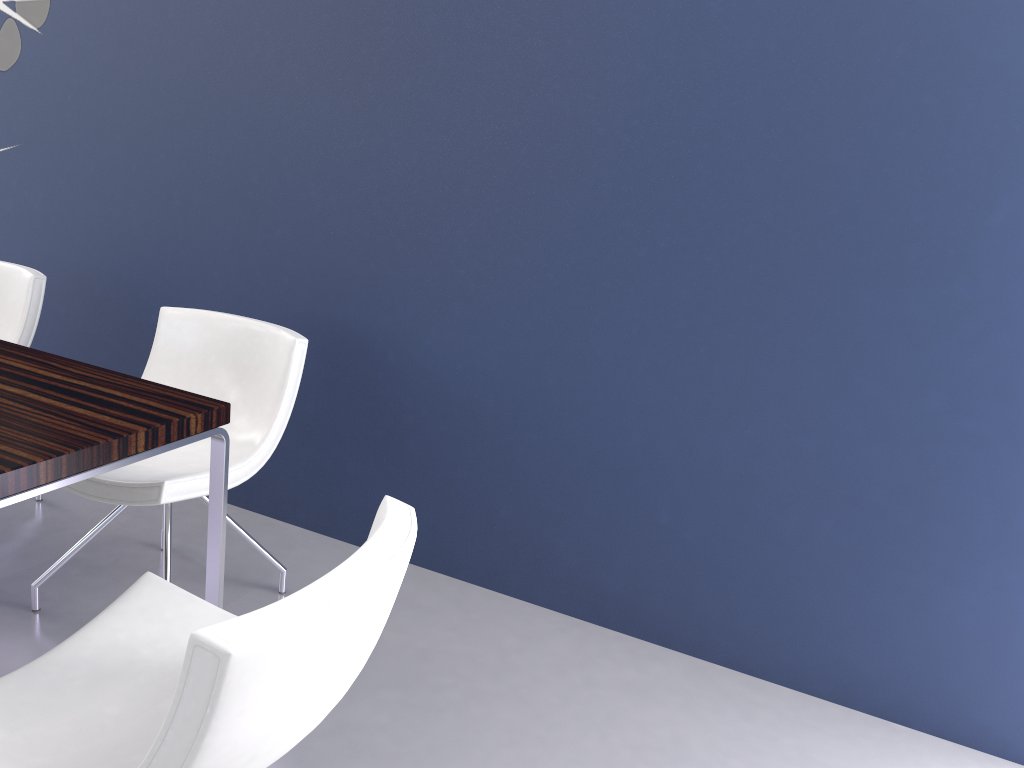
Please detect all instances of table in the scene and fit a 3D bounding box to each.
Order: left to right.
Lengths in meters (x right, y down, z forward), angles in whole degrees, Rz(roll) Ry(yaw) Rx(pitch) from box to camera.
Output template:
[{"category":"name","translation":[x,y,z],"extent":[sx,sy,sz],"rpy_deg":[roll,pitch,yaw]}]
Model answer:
[{"category":"table","translation":[-1.804,0.306,1.873],"extent":[2.046,0.783,1.127],"rpy_deg":[13,16,21]}]

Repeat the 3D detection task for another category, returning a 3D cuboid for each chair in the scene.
[{"category":"chair","translation":[-1.890,0.019,2.866],"extent":[0.508,0.805,0.620],"rpy_deg":[12,15,17]},{"category":"chair","translation":[-0.946,0.239,2.487],"extent":[0.508,0.805,0.620],"rpy_deg":[13,16,21]},{"category":"chair","translation":[-0.516,0.580,1.408],"extent":[0.620,0.805,0.508],"rpy_deg":[12,15,17]}]
